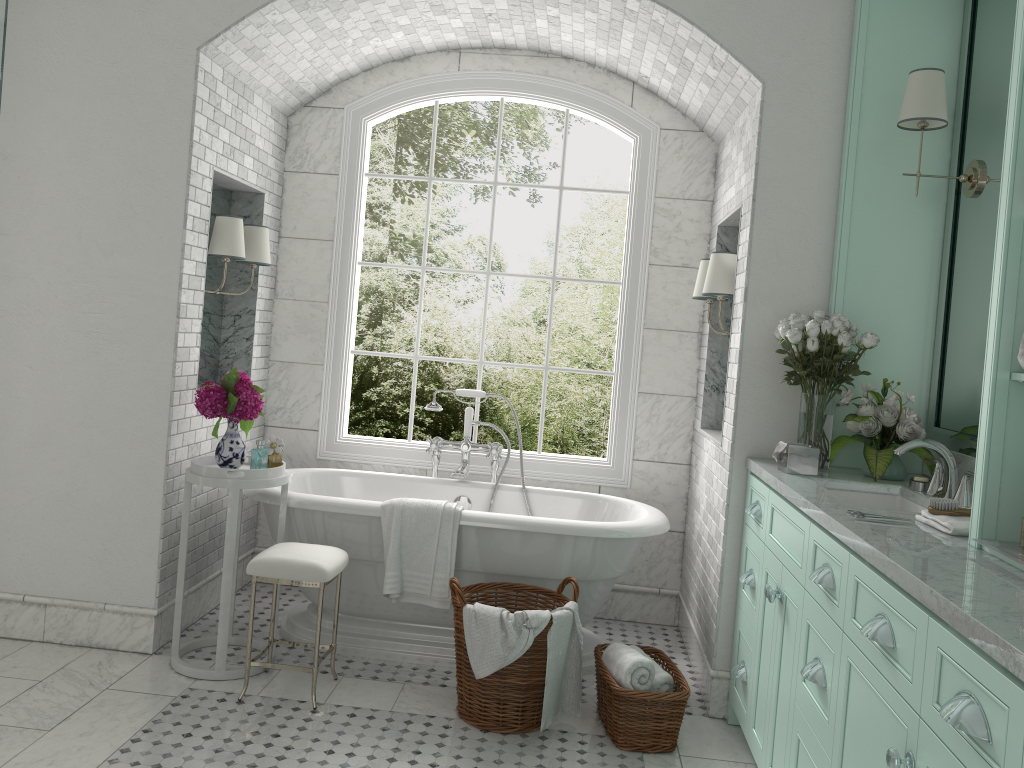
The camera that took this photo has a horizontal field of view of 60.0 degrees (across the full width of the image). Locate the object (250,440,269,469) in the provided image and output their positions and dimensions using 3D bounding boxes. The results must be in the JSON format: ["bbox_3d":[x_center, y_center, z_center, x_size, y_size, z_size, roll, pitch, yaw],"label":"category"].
[{"bbox_3d":[-1.130,0.329,3.967,0.059,0.154,0.085,5,2,24],"label":"object"}]

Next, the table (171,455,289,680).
[{"bbox_3d":[-1.272,0.803,4.016,0.449,0.905,0.450,4,2,-34],"label":"table"}]

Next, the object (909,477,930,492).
[{"bbox_3d":[1.503,0.369,3.255,0.080,0.035,0.133,6,3,22],"label":"object"}]

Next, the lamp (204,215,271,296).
[{"bbox_3d":[-1.463,-0.654,4.580,0.308,0.383,0.548,5,2,4],"label":"lamp"}]

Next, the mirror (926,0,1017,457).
[{"bbox_3d":[1.754,-0.682,2.968,0.015,1.932,1.437,5,2,4],"label":"mirror"}]

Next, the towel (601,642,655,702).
[{"bbox_3d":[0.469,1.177,3.608,0.149,0.211,0.322,4,3,-13],"label":"towel"}]

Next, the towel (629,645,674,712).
[{"bbox_3d":[0.564,1.226,3.709,0.164,0.186,0.313,4,3,-26],"label":"towel"}]

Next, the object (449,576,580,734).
[{"bbox_3d":[-0.010,1.096,3.709,0.519,0.570,0.518,6,2,36],"label":"object"}]

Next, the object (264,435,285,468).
[{"bbox_3d":[-1.083,0.320,4.058,0.085,0.168,0.097,5,2,25],"label":"object"}]

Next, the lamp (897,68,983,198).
[{"bbox_3d":[1.668,-0.972,3.472,0.309,0.487,0.183,5,1,3],"label":"lamp"}]

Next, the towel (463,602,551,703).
[{"bbox_3d":[-0.019,1.094,3.615,0.399,0.438,0.484,5,2,5],"label":"towel"}]

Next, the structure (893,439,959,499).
[{"bbox_3d":[1.421,0.291,3.016,0.234,0.205,0.103,4,1,-6],"label":"structure"}]

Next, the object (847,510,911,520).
[{"bbox_3d":[1.072,0.386,2.605,0.175,0.007,0.075,4,3,-4],"label":"object"}]

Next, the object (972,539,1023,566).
[{"bbox_3d":[1.362,0.422,2.052,0.438,0.008,0.350,5,3,4],"label":"object"}]

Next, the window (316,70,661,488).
[{"bbox_3d":[-0.137,-0.643,5.158,1.831,2.322,0.118,5,1,4],"label":"window"}]

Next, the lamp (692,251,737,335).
[{"bbox_3d":[1.071,-0.435,4.385,0.308,0.383,0.548,5,2,4],"label":"lamp"}]

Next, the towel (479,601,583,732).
[{"bbox_3d":[0.033,1.118,3.671,0.461,0.469,0.382,7,3,43],"label":"towel"}]

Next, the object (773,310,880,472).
[{"bbox_3d":[1.239,0.028,3.574,0.392,0.653,0.356,5,1,16],"label":"object"}]

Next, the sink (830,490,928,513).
[{"bbox_3d":[1.262,0.451,3.038,0.346,0.079,0.603,5,3,4],"label":"sink"}]

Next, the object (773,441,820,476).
[{"bbox_3d":[1.097,0.286,3.448,0.147,0.113,0.136,5,2,0],"label":"object"}]

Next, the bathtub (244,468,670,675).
[{"bbox_3d":[-0.320,0.930,4.487,2.166,0.757,0.942,5,2,4],"label":"bathtub"}]

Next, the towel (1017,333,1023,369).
[{"bbox_3d":[1.398,-0.088,2.115,0.311,0.163,0.153,5,2,4],"label":"towel"}]

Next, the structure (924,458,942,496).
[{"bbox_3d":[1.499,0.331,3.168,0.083,0.121,0.157,4,2,-12],"label":"structure"}]

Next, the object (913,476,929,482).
[{"bbox_3d":[1.496,0.349,3.238,0.052,0.022,0.077,6,3,25],"label":"object"}]

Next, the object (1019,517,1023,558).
[{"bbox_3d":[1.230,0.339,2.065,0.063,0.147,0.093,5,2,9],"label":"object"}]

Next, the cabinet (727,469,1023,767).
[{"bbox_3d":[1.243,1.006,2.392,0.863,1.097,2.800,5,3,4],"label":"cabinet"}]

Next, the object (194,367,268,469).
[{"bbox_3d":[-1.282,0.154,4.032,0.332,0.471,0.295,5,2,6],"label":"object"}]

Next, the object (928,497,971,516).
[{"bbox_3d":[1.321,0.362,2.548,0.228,0.044,0.068,5,3,13],"label":"object"}]

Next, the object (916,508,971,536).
[{"bbox_3d":[1.302,0.390,2.536,0.239,0.056,0.317,5,3,1],"label":"object"}]

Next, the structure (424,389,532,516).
[{"bbox_3d":[-0.176,0.687,4.836,0.780,1.285,0.340,5,1,15],"label":"structure"}]

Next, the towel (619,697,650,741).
[{"bbox_3d":[0.476,1.327,3.620,0.153,0.163,0.311,4,3,-6],"label":"towel"}]

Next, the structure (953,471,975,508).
[{"bbox_3d":[1.497,0.347,2.877,0.083,0.121,0.157,4,2,-12],"label":"structure"}]

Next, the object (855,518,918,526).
[{"bbox_3d":[1.058,0.389,2.507,0.167,0.005,0.020,5,3,9],"label":"object"}]

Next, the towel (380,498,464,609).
[{"bbox_3d":[-0.422,0.760,4.098,0.374,0.463,0.453,5,2,6],"label":"towel"}]

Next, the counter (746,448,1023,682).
[{"bbox_3d":[1.315,0.375,2.382,0.824,0.181,2.810,5,3,4],"label":"counter"}]

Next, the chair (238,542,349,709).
[{"bbox_3d":[-0.922,1.001,3.765,0.371,0.602,0.366,5,2,4],"label":"chair"}]

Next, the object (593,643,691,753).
[{"bbox_3d":[0.520,1.297,3.671,0.345,0.261,0.551,4,3,-5],"label":"object"}]

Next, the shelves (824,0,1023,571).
[{"bbox_3d":[1.507,-0.626,2.353,0.465,2.122,2.811,5,2,4],"label":"shelves"}]

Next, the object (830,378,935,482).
[{"bbox_3d":[1.482,0.177,3.491,0.394,0.402,0.453,5,2,6],"label":"object"}]
